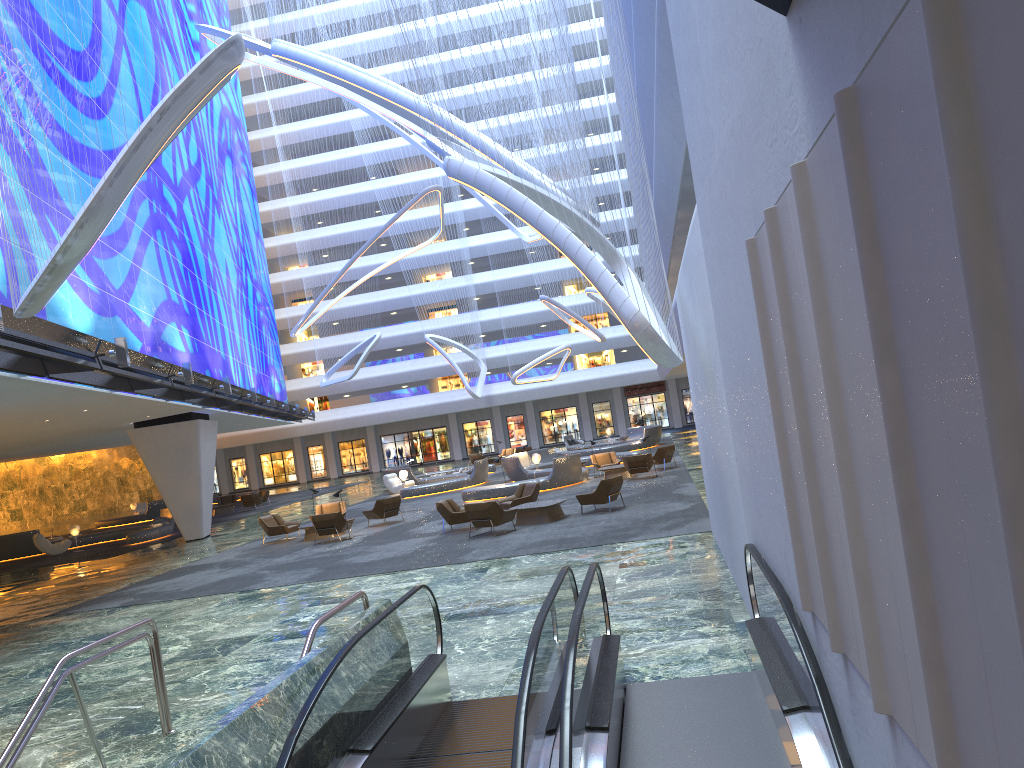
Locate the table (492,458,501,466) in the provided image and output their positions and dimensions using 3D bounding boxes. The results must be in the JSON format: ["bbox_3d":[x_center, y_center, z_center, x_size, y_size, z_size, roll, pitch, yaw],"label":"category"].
[{"bbox_3d":[-1.146,4.317,48.608,1.206,0.392,1.200,-11,-3,44],"label":"table"}]

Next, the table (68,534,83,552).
[{"bbox_3d":[-16.001,5.854,32.582,0.428,0.595,0.418,-9,-1,8],"label":"table"}]

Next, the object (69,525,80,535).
[{"bbox_3d":[-16.097,5.374,32.630,0.318,0.387,0.366,-9,-1,16],"label":"object"}]

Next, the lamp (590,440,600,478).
[{"bbox_3d":[2.819,2.550,30.292,0.202,1.300,0.383,-9,0,25],"label":"lamp"}]

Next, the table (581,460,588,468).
[{"bbox_3d":[2.373,3.220,34.125,1.204,0.392,1.203,-9,-2,9],"label":"table"}]

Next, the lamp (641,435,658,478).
[{"bbox_3d":[4.188,2.216,27.074,0.385,1.300,0.201,-9,0,26],"label":"lamp"}]

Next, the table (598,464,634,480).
[{"bbox_3d":[3.410,2.847,28.568,1.204,0.392,1.203,-9,-2,8],"label":"table"}]

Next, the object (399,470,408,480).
[{"bbox_3d":[-4.487,3.756,36.683,0.366,0.387,0.318,-9,-1,-9],"label":"object"}]

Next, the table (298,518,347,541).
[{"bbox_3d":[-5.139,3.987,24.238,1.204,0.392,1.203,-9,-2,9],"label":"table"}]

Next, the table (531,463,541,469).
[{"bbox_3d":[0.948,3.291,33.296,0.418,0.595,0.427,-9,-1,8],"label":"table"}]

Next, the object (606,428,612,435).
[{"bbox_3d":[5.698,2.802,52.096,0.366,0.387,0.318,-9,-1,-9],"label":"object"}]

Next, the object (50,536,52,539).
[{"bbox_3d":[-19.040,6.323,36.590,0.152,0.118,0.071,-10,-2,44],"label":"object"}]

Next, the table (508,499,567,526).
[{"bbox_3d":[0.629,2.957,20.398,1.206,0.392,1.201,-10,-2,27],"label":"table"}]

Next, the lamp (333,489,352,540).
[{"bbox_3d":[-4.360,3.356,22.744,0.385,1.300,0.201,-9,0,26],"label":"lamp"}]

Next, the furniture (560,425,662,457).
[{"bbox_3d":[5.237,2.957,46.880,5.188,0.969,9.928,-9,-2,5],"label":"furniture"}]

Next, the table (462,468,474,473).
[{"bbox_3d":[-1.908,4.141,41.052,0.672,0.406,0.673,-8,-2,-29],"label":"table"}]

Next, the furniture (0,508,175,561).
[{"bbox_3d":[-17.528,5.956,34.425,9.947,0.969,5.178,-10,-2,26],"label":"furniture"}]

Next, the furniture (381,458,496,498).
[{"bbox_3d":[-3.436,3.970,38.790,5.185,0.969,9.932,-9,-2,1],"label":"furniture"}]

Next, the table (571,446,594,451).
[{"bbox_3d":[3.600,3.463,45.289,1.204,0.392,1.203,-9,-2,9],"label":"table"}]

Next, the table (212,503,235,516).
[{"bbox_3d":[-13.908,6.035,42.582,1.201,0.392,1.206,-8,-2,-27],"label":"table"}]

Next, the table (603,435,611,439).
[{"bbox_3d":[5.514,3.269,50.806,0.417,0.595,0.429,-8,-1,-37],"label":"table"}]

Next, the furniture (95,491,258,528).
[{"bbox_3d":[-19.006,6.793,50.274,5.196,0.969,9.912,-10,-2,26],"label":"furniture"}]

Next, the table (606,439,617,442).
[{"bbox_3d":[5.574,3.319,49.407,0.671,0.406,0.673,-9,-2,5],"label":"table"}]

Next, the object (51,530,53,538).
[{"bbox_3d":[-19.064,6.212,36.744,0.076,0.355,0.066,-9,0,1],"label":"object"}]

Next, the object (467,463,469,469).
[{"bbox_3d":[-2.033,3.780,41.175,0.066,0.355,0.077,-9,0,-24],"label":"object"}]

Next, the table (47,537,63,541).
[{"bbox_3d":[-18.869,6.568,36.753,0.671,0.406,0.674,-9,-2,-4],"label":"table"}]

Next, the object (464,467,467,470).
[{"bbox_3d":[-2.150,3.915,41.104,0.071,0.118,0.151,-9,-1,19],"label":"object"}]

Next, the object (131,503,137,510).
[{"bbox_3d":[-20.827,6.720,48.782,0.367,0.387,0.318,-9,-1,16],"label":"object"}]

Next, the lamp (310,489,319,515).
[{"bbox_3d":[-5.730,3.689,25.962,0.202,1.300,0.383,-9,0,25],"label":"lamp"}]

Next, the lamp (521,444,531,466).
[{"bbox_3d":[0.622,3.108,36.065,0.385,1.300,0.201,-9,0,26],"label":"lamp"}]

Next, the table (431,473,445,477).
[{"bbox_3d":[-3.406,4.368,41.010,0.675,0.406,0.670,-10,-2,28],"label":"table"}]

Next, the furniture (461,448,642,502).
[{"bbox_3d":[1.151,3.021,32.309,5.196,0.969,9.912,-10,-2,26],"label":"furniture"}]

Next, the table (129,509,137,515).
[{"bbox_3d":[-20.798,7.212,48.757,0.418,0.595,0.427,-9,-1,8],"label":"table"}]

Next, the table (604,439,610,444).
[{"bbox_3d":[4.978,3.168,46.065,0.418,0.595,0.427,-9,-1,5],"label":"table"}]

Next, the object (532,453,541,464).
[{"bbox_3d":[0.919,2.800,33.321,0.367,0.387,0.318,-9,-1,16],"label":"object"}]

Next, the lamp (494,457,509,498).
[{"bbox_3d":[-0.321,2.936,27.870,0.385,1.300,0.201,-9,0,26],"label":"lamp"}]

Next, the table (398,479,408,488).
[{"bbox_3d":[-4.444,4.245,36.641,0.417,0.595,0.428,-8,-1,-17],"label":"table"}]

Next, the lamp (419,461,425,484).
[{"bbox_3d":[-3.608,3.756,36.106,0.201,1.300,0.384,-9,0,-16],"label":"lamp"}]
